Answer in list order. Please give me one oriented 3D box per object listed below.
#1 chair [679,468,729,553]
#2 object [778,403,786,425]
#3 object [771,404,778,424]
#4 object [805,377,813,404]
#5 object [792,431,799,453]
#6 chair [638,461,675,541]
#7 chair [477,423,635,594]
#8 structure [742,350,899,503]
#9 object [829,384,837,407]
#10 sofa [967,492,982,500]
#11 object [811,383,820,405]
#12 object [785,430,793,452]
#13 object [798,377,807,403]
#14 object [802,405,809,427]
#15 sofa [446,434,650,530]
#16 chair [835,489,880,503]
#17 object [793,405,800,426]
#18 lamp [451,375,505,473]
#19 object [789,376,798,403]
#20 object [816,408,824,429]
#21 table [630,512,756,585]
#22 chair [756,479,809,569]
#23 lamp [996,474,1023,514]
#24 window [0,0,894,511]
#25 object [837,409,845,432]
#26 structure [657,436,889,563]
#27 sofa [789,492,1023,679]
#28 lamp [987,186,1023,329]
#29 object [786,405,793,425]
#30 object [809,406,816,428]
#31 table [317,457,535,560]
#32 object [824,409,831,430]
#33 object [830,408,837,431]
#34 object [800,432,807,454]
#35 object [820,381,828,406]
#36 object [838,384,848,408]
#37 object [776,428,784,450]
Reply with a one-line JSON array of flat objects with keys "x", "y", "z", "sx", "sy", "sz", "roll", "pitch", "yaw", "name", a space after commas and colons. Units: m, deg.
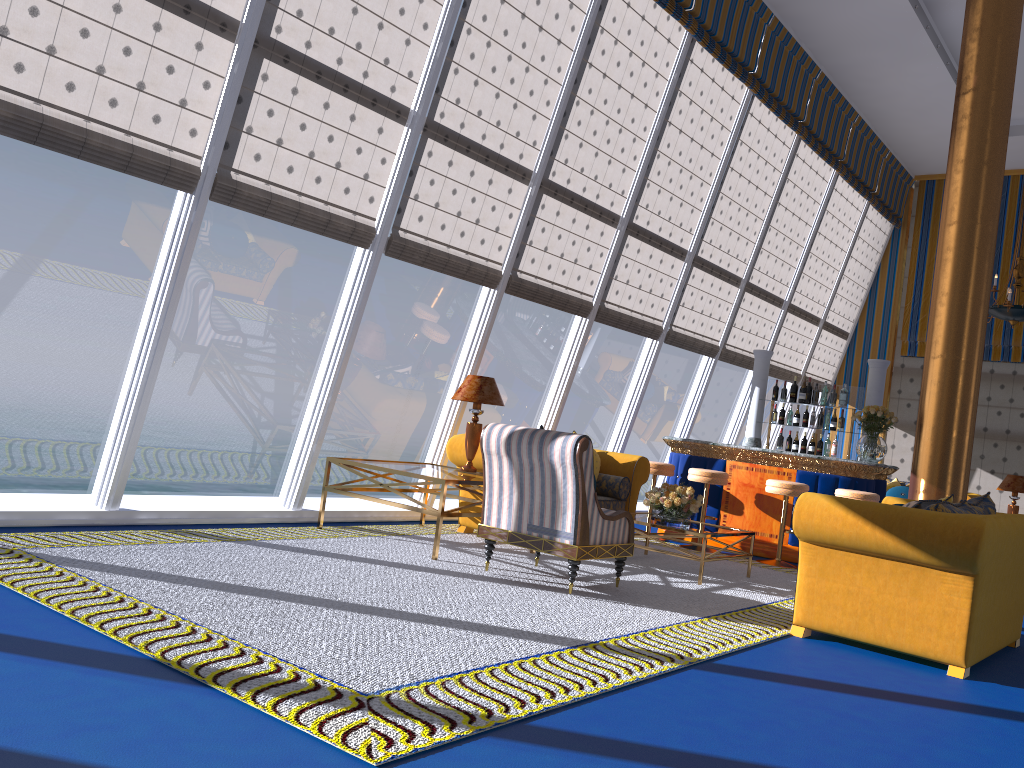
[{"x": 1.881, "y": 1.228, "z": 8.683, "sx": 0.400, "sy": 0.781, "sz": 0.396, "roll": 8, "pitch": -2, "yaw": -14, "name": "chair"}, {"x": 3.053, "y": 0.333, "z": 10.015, "sx": 0.065, "sy": 0.244, "sz": 0.066, "roll": 7, "pitch": -2, "yaw": 19, "name": "object"}, {"x": 2.976, "y": 0.335, "z": 10.040, "sx": 0.066, "sy": 0.225, "sz": 0.066, "roll": 7, "pitch": -2, "yaw": 7, "name": "object"}, {"x": 3.315, "y": 0.074, "z": 9.912, "sx": 0.082, "sy": 0.302, "sz": 0.080, "roll": 9, "pitch": -2, "yaw": -35, "name": "object"}, {"x": 3.181, "y": 0.650, "z": 9.926, "sx": 0.068, "sy": 0.244, "sz": 0.069, "roll": 7, "pitch": -2, "yaw": 19, "name": "object"}, {"x": 1.441, "y": 1.189, "z": 9.148, "sx": 0.400, "sy": 0.781, "sz": 0.396, "roll": 8, "pitch": -2, "yaw": -14, "name": "chair"}, {"x": 0.282, "y": 0.791, "z": 5.776, "sx": 0.785, "sy": 0.966, "sz": 0.793, "roll": 6, "pitch": -3, "yaw": 38, "name": "chair"}, {"x": 3.174, "y": 0.746, "z": 10.088, "sx": 2.289, "sy": 2.195, "sz": 0.777, "roll": 6, "pitch": -2, "yaw": 29, "name": "structure"}, {"x": 3.545, "y": 0.125, "z": 9.772, "sx": 0.072, "sy": 0.246, "sz": 0.072, "roll": 8, "pitch": -2, "yaw": -3, "name": "object"}, {"x": 5.656, "y": 1.858, "z": 12.627, "sx": 1.827, "sy": 0.854, "sz": 1.023, "roll": 6, "pitch": -3, "yaw": 39, "name": "sofa"}, {"x": 3.379, "y": 0.110, "z": 9.860, "sx": 0.076, "sy": 0.247, "sz": 0.076, "roll": 7, "pitch": -2, "yaw": 2, "name": "object"}, {"x": 3.118, "y": 0.644, "z": 9.973, "sx": 0.065, "sy": 0.244, "sz": 0.066, "roll": 6, "pitch": -3, "yaw": 42, "name": "object"}, {"x": 3.261, "y": 0.068, "z": 9.922, "sx": 0.084, "sy": 0.302, "sz": 0.086, "roll": 6, "pitch": -2, "yaw": 32, "name": "object"}, {"x": 3.277, "y": 0.357, "z": 9.882, "sx": 0.065, "sy": 0.244, "sz": 0.066, "roll": 7, "pitch": -2, "yaw": 19, "name": "object"}, {"x": 0.338, "y": 0.957, "z": 7.989, "sx": 0.991, "sy": 0.854, "sz": 1.866, "roll": 6, "pitch": -3, "yaw": 38, "name": "sofa"}, {"x": 3.141, "y": 1.373, "z": 8.177, "sx": 0.397, "sy": 0.781, "sz": 0.399, "roll": 7, "pitch": -2, "yaw": 9, "name": "chair"}, {"x": 3.192, "y": 0.352, "z": 9.927, "sx": 0.068, "sy": 0.244, "sz": 0.069, "roll": 7, "pitch": -2, "yaw": 19, "name": "object"}, {"x": -0.303, "y": 0.327, "z": 7.242, "sx": 0.451, "sy": 0.783, "sz": 0.441, "roll": 9, "pitch": -2, "yaw": -37, "name": "lamp"}, {"x": 3.179, "y": 0.060, "z": 9.986, "sx": 0.080, "sy": 0.302, "sz": 0.082, "roll": 6, "pitch": -3, "yaw": 43, "name": "object"}, {"x": 3.416, "y": 0.380, "z": 9.817, "sx": 0.071, "sy": 0.232, "sz": 0.072, "roll": 7, "pitch": -2, "yaw": 17, "name": "object"}, {"x": 1.291, "y": 1.293, "z": 7.106, "sx": 0.964, "sy": 0.369, "sz": 0.916, "roll": 6, "pitch": -3, "yaw": 38, "name": "table"}, {"x": 2.534, "y": 1.298, "z": 8.296, "sx": 0.399, "sy": 0.781, "sz": 0.398, "roll": 8, "pitch": -2, "yaw": -3, "name": "chair"}, {"x": 6.477, "y": 1.571, "z": 11.448, "sx": 0.443, "sy": 0.783, "sz": 0.450, "roll": 7, "pitch": -2, "yaw": 23, "name": "lamp"}, {"x": 1.022, "y": -1.429, "z": 9.113, "sx": 1.601, "sy": 5.854, "sz": 15.637, "roll": 6, "pitch": -3, "yaw": 38, "name": "window"}, {"x": 3.607, "y": 0.396, "z": 9.702, "sx": 0.072, "sy": 0.244, "sz": 0.071, "roll": 9, "pitch": -2, "yaw": -31, "name": "object"}, {"x": 2.579, "y": 1.199, "z": 9.110, "sx": 2.290, "sy": 1.064, "sz": 0.776, "roll": 6, "pitch": -2, "yaw": 27, "name": "structure"}, {"x": 2.502, "y": 1.149, "z": 5.428, "sx": 1.000, "sy": 0.854, "sz": 1.868, "roll": 6, "pitch": -3, "yaw": 39, "name": "sofa"}, {"x": 6.208, "y": -1.869, "z": 10.754, "sx": 1.053, "sy": 2.421, "sz": 1.065, "roll": 7, "pitch": -2, "yaw": 15, "name": "lamp"}, {"x": 3.128, "y": 0.349, "z": 9.973, "sx": 0.059, "sy": 0.230, "sz": 0.058, "roll": 8, "pitch": -2, "yaw": -3, "name": "object"}, {"x": 3.340, "y": 0.367, "z": 9.837, "sx": 0.056, "sy": 0.239, "sz": 0.057, "roll": 7, "pitch": -2, "yaw": 12, "name": "object"}, {"x": -0.618, "y": 0.941, "z": 6.858, "sx": 1.224, "sy": 0.549, "sz": 1.164, "roll": 6, "pitch": -3, "yaw": 38, "name": "table"}, {"x": 3.486, "y": 0.388, "z": 9.791, "sx": 0.059, "sy": 0.230, "sz": 0.058, "roll": 8, "pitch": -2, "yaw": -3, "name": "object"}, {"x": 3.542, "y": 0.390, "z": 9.749, "sx": 0.068, "sy": 0.244, "sz": 0.069, "roll": 7, "pitch": -2, "yaw": 19, "name": "object"}, {"x": 3.253, "y": 0.654, "z": 9.875, "sx": 0.065, "sy": 0.244, "sz": 0.066, "roll": 7, "pitch": -2, "yaw": 19, "name": "object"}, {"x": 3.453, "y": 0.103, "z": 9.797, "sx": 0.070, "sy": 0.271, "sz": 0.068, "roll": 9, "pitch": -3, "yaw": -41, "name": "object"}, {"x": 3.647, "y": 0.128, "z": 9.745, "sx": 0.091, "sy": 0.259, "sz": 0.092, "roll": 7, "pitch": -2, "yaw": 21, "name": "object"}, {"x": 3.029, "y": 0.616, "z": 9.999, "sx": 0.070, "sy": 0.242, "sz": 0.071, "roll": 7, "pitch": -2, "yaw": 20, "name": "object"}]
